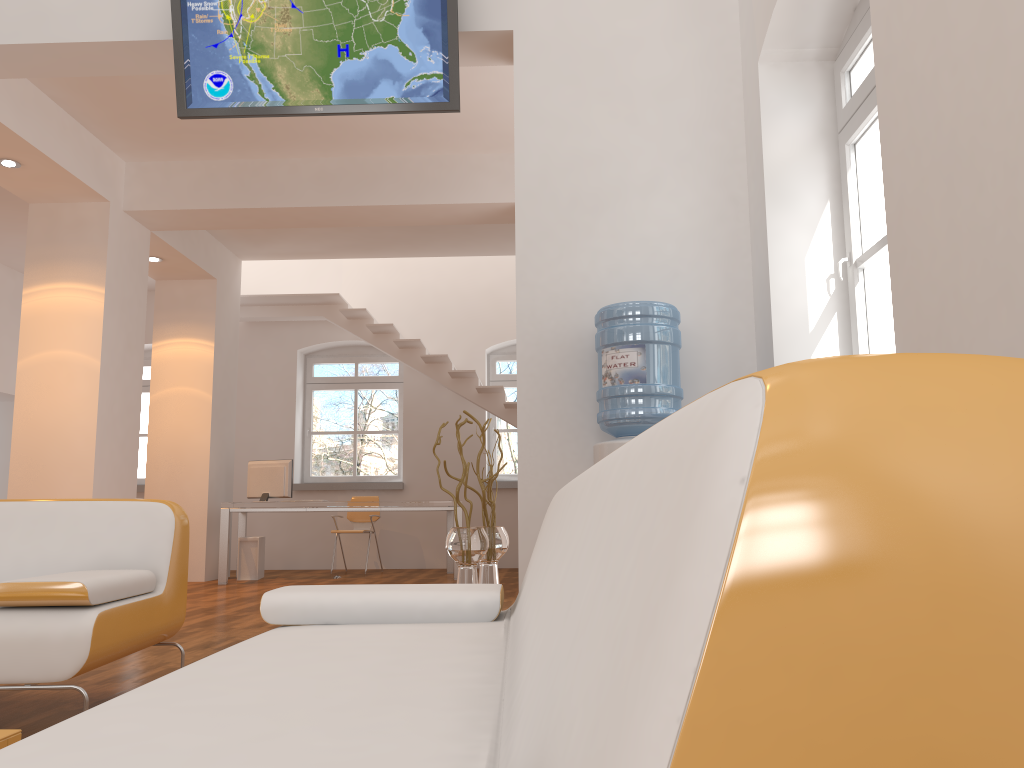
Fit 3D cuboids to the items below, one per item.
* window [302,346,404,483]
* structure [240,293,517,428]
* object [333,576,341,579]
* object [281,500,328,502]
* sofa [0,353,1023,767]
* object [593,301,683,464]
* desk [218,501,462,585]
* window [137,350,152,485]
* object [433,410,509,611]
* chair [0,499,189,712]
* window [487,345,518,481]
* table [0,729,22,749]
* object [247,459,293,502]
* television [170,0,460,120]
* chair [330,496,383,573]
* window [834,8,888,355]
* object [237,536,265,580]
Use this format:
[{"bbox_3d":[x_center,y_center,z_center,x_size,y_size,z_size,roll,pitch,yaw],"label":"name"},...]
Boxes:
[{"bbox_3d":[-1.945,0.382,11.003,1.308,1.737,0.142,-1,-9,2],"label":"window"},{"bbox_3d":[-1.006,0.406,8.867,4.630,3.042,3.450,-1,-9,2],"label":"structure"},{"bbox_3d":[-1.746,1.931,8.855,0.054,0.035,0.115,-2,-9,12],"label":"object"},{"bbox_3d":[-2.121,1.205,9.094,0.467,0.031,0.200,-2,-9,12],"label":"object"},{"bbox_3d":[-0.163,0.447,1.251,0.825,0.661,2.010,-1,-9,0],"label":"sofa"},{"bbox_3d":[0.561,0.408,3.821,0.436,1.490,0.436,1,-9,-13],"label":"object"},{"bbox_3d":[-1.659,1.559,8.847,2.239,0.750,1.092,1,-9,-8],"label":"desk"},{"bbox_3d":[-4.351,0.416,11.086,1.308,1.737,0.142,-1,-9,2],"label":"window"},{"bbox_3d":[-0.146,0.685,4.352,0.284,1.112,0.655,-4,-9,23],"label":"object"},{"bbox_3d":[-1.588,0.680,2.727,0.923,0.661,0.825,0,-9,-3],"label":"chair"},{"bbox_3d":[0.347,0.349,10.925,1.308,1.737,0.142,-1,-9,2],"label":"window"},{"bbox_3d":[-1.551,0.736,1.385,1.000,0.150,1.000,-1,-9,2],"label":"table"},{"bbox_3d":[-2.422,0.955,8.716,0.516,0.418,0.245,-6,-10,31],"label":"object"},{"bbox_3d":[-0.955,-1.726,4.308,1.388,0.803,0.266,-1,-9,2],"label":"television"},{"bbox_3d":[-1.719,1.654,9.796,0.495,0.829,0.464,-3,-9,17],"label":"chair"},{"bbox_3d":[1.447,-0.754,3.253,0.142,1.627,1.302,-1,-9,2],"label":"window"},{"bbox_3d":[-2.622,1.754,8.928,0.200,0.422,0.474,1,-9,-8],"label":"object"}]
